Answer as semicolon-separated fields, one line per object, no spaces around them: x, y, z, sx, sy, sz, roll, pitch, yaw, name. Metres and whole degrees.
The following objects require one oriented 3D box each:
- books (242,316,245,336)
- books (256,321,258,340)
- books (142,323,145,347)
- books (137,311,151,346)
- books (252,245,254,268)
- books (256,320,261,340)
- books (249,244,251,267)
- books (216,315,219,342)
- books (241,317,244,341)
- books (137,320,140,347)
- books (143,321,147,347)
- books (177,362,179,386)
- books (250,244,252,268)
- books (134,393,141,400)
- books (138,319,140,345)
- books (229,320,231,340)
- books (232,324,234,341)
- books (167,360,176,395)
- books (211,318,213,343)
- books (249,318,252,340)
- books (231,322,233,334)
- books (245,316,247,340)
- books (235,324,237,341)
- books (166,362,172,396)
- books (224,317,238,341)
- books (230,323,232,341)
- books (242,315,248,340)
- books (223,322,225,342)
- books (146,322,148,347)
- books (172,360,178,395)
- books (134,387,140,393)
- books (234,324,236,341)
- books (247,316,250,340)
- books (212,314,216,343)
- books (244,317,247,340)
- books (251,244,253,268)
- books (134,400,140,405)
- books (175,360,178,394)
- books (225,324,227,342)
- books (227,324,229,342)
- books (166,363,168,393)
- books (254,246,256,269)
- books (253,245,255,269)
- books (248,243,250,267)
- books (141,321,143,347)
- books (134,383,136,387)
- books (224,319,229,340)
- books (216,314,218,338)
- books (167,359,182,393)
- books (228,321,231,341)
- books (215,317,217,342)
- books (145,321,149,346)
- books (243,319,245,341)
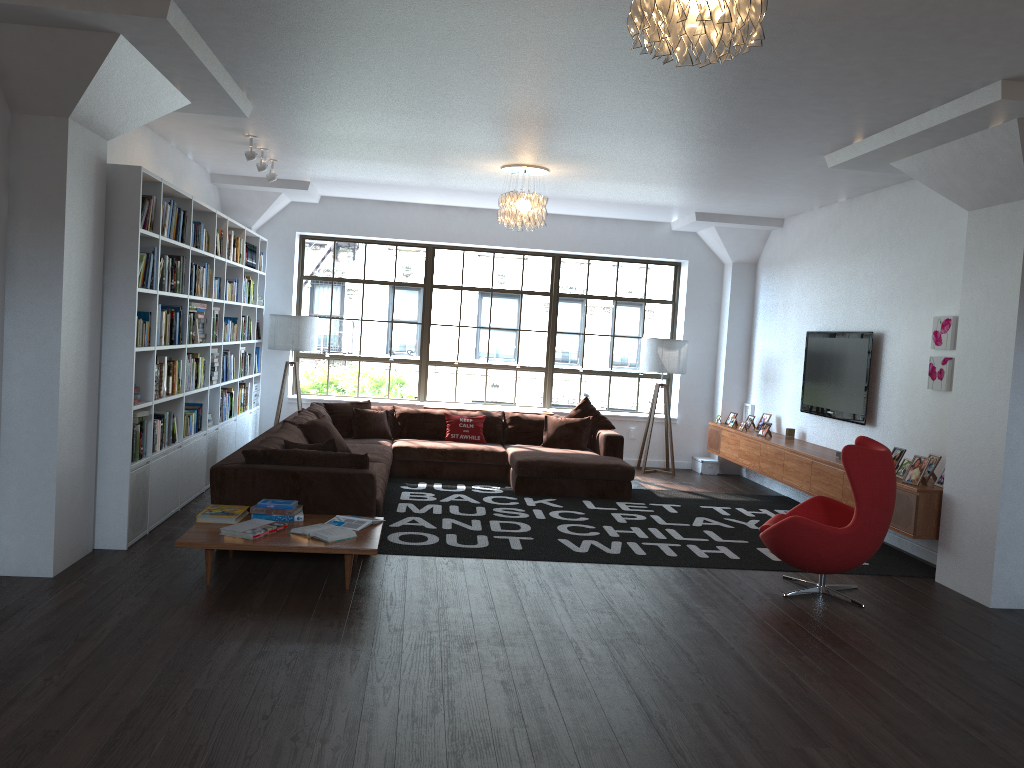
-2.835;-0.577;9.095;0.183;0.253;0.042;3;3;-6;books
-2.906;-0.598;9.805;0.167;0.210;0.162;3;3;-6;books
-2.479;-0.325;5.836;0.110;0.153;0.019;3;3;-6;books
-2.502;-0.372;5.955;0.140;0.231;0.042;3;3;-6;books
-2.818;-1.344;9.356;0.183;0.253;0.042;3;3;-6;books
-2.906;-0.606;9.895;0.182;0.215;0.188;3;3;-6;books
-2.808;-1.333;9.182;0.183;0.253;0.042;3;3;-6;books
-2.714;-0.501;7.926;0.171;0.246;0.036;3;3;-6;books
-2.814;-0.563;8.985;0.174;0.240;0.054;3;3;-6;books
-2.474;-0.331;5.725;0.128;0.178;0.022;3;3;-6;books
-2.485;-0.334;5.873;0.120;0.167;0.020;3;3;-6;books
-2.619;-0.051;6.696;0.174;0.240;0.045;3;3;-6;books
-2.810;-1.336;9.226;0.183;0.253;0.042;3;3;-6;books
-2.550;0.071;5.797;0.197;0.033;0.284;2;4;-31;books
-2.478;-0.332;5.746;0.128;0.178;0.021;3;3;-6;books
-2.760;-0.512;8.493;0.127;0.200;0.020;3;3;-6;books
-2.764;-0.505;8.608;0.109;0.171;0.018;3;3;-6;books
-2.601;-0.051;6.592;0.183;0.253;0.034;3;3;-6;books
-2.687;-0.476;7.715;0.161;0.223;0.030;3;3;-6;books
-2.865;-0.587;9.423;0.174;0.236;0.142;3;3;-6;books
-2.769;-0.509;8.562;0.134;0.184;0.030;3;3;-6;books
-2.845;-0.582;9.207;0.160;0.251;0.039;3;3;-6;books
-2.765;-0.508;8.715;0.107;0.167;0.017;3;3;-6;books
-2.591;-0.043;6.511;0.171;0.246;0.057;3;3;-6;books
-2.783;-0.543;8.746;0.140;0.231;0.042;3;3;-6;books
-2.756;-0.502;8.515;0.128;0.178;0.022;3;3;-6;books
-2.851;-0.589;9.246;0.180;0.259;0.042;3;3;-6;books
-2.733;-0.487;8.201;0.134;0.184;0.029;3;3;-6;books
-2.481;-0.333;5.900;0.106;0.162;0.032;3;3;-6;books
-2.600;-0.053;6.626;0.183;0.253;0.034;3;3;-6;books
-2.550;0.039;5.790;0.174;0.032;0.254;3;3;-11;books
-2.766;-0.505;8.663;0.120;0.167;0.020;3;3;-6;books
-2.855;-0.591;9.333;0.183;0.253;0.042;3;3;-6;books
-2.689;-0.493;7.754;0.174;0.251;0.051;3;3;-6;books
-2.839;-0.578;9.169;0.171;0.246;0.039;3;3;-6;books
-2.810;-1.338;9.269;0.183;0.253;0.042;3;3;-6;books
-2.553;0.105;5.799;0.197;0.035;0.284;3;3;-16;books
-2.608;-0.055;6.658;0.183;0.253;0.034;3;3;-6;books
-2.729;-0.483;8.299;0.120;0.167;0.019;3;3;-6;books
-2.728;-0.486;8.348;0.107;0.167;0.016;3;3;-6;books
-2.608;-0.038;6.458;0.174;0.240;0.045;3;3;-6;books
-2.829;-1.349;9.443;0.183;0.253;0.042;3;3;-6;books
-2.823;-1.346;9.400;0.183;0.253;0.042;3;3;-6;books
-2.801;-1.331;9.139;0.183;0.253;0.042;3;3;-6;books
-2.482;-0.333;5.817;0.109;0.171;0.018;3;3;-6;books
-2.548;0.010;5.793;0.144;0.025;0.204;3;3;-16;books
-2.749;-0.509;8.379;0.140;0.206;0.042;3;3;-6;books
-2.710;-0.499;7.857;0.183;0.253;0.039;3;3;-6;books
-2.614;-0.062;6.761;0.183;0.253;0.034;3;3;-6;books
-2.749;-0.503;8.420;0.139;0.191;0.036;3;3;-6;books
-2.693;-0.483;7.826;0.161;0.223;0.030;3;3;-6;books
-2.484;-0.337;5.924;0.107;0.167;0.017;3;3;-6;books
-2.818;-0.559;9.061;0.161;0.223;0.032;3;3;-6;books
